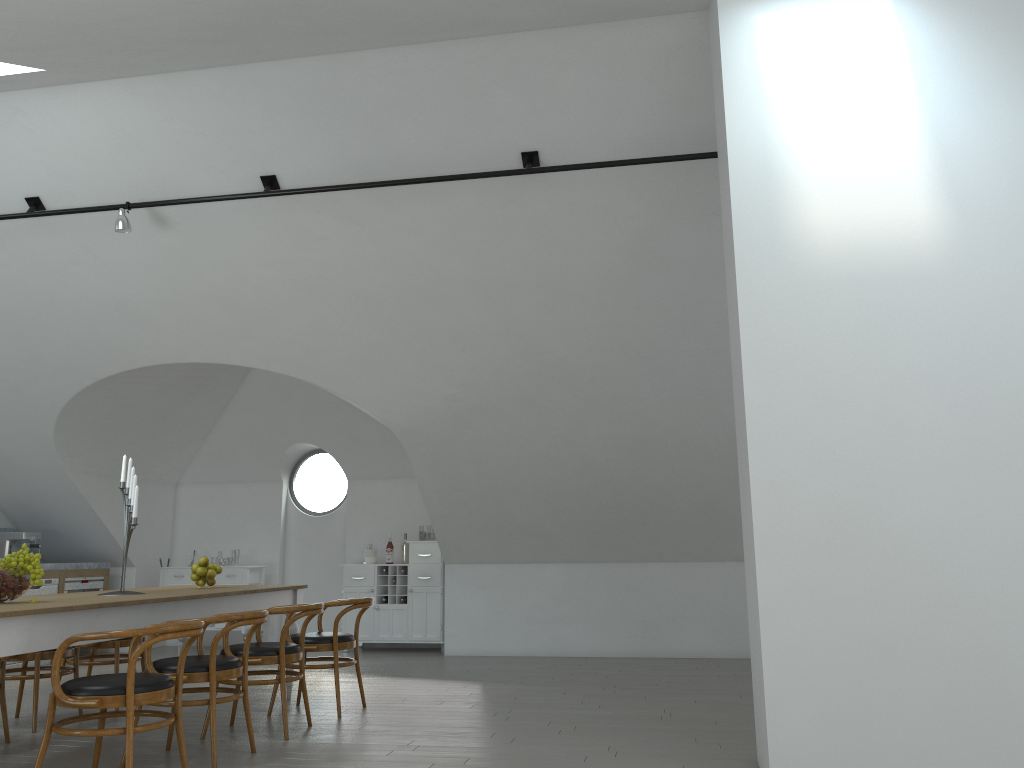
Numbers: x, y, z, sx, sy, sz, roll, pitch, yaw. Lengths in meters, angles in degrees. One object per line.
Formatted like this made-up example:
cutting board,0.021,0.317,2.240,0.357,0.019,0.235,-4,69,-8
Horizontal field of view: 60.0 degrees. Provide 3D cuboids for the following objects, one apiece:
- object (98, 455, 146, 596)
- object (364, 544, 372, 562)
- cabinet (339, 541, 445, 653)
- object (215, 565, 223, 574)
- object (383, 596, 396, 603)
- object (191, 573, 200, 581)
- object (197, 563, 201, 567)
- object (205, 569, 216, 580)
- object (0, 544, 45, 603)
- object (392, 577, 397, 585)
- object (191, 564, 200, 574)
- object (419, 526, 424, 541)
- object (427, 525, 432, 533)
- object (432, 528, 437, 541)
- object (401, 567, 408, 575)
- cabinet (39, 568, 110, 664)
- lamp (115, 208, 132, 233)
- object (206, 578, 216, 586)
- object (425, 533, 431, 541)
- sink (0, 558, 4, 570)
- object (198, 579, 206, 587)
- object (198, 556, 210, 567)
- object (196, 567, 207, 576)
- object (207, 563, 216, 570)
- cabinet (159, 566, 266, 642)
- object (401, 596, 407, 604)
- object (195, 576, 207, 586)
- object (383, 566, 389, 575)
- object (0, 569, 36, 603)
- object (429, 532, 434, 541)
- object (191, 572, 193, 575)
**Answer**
object,-2.317,0.823,5.373,0.265,0.880,0.770,3,-12,-15
object,-1.630,1.920,10.079,0.115,0.210,0.065,-3,-13,12
cabinet,-1.244,2.320,9.737,1.242,1.161,0.606,-3,-12,10
object,-2.047,1.293,6.170,0.063,0.064,0.062,5,-13,-27
object,-1.316,2.353,9.690,0.156,0.086,0.329,-3,-11,11
object,-2.171,1.323,6.074,0.059,0.056,0.059,-2,-12,5
object,-2.177,1.275,6.197,0.062,0.060,0.062,-3,-12,11
object,-2.068,1.306,6.088,0.071,0.073,0.070,5,-13,-25
object,-2.517,0.934,4.363,0.393,0.286,0.291,5,-13,-25
object,-1.248,2.159,9.722,0.085,0.086,0.329,-3,-11,10
object,-2.178,1.274,6.109,0.066,0.071,0.072,4,-12,-20
object,-0.999,1.651,9.778,0.048,0.170,0.048,-12,-17,42
object,-0.926,1.669,9.903,0.054,0.180,0.053,-2,-12,4
object,-0.862,1.666,9.911,0.063,0.188,0.062,0,-12,-3
object,-1.147,2.047,9.712,0.087,0.085,0.358,-3,-11,10
cabinet,-5.418,1.948,6.559,1.003,1.028,6.391,-3,-11,10
lamp,-2.788,-1.175,6.371,0.112,0.176,0.114,5,-13,-26
object,-2.081,1.365,6.131,0.063,0.064,0.063,-5,-12,21
object,-0.933,1.691,9.765,0.077,0.086,0.077,-4,-12,18
sink,-5.075,1.629,7.728,0.727,0.203,1.015,-3,-11,10
object,-2.126,1.363,6.077,0.049,0.051,0.051,-4,-12,14
object,-2.133,1.230,6.138,0.072,0.075,0.072,-3,-12,10
object,-2.121,1.281,6.061,0.071,0.064,0.072,-1,-12,4
object,-2.079,1.268,6.128,0.058,0.057,0.052,-6,-13,24
cabinet,-3.370,2.445,9.914,1.134,0.794,0.494,-3,-12,10
object,-1.147,2.347,9.652,0.081,0.081,0.356,-2,-11,8
object,-2.154,1.361,6.139,0.080,0.074,0.078,7,-14,-34
object,-1.349,2.053,9.758,0.092,0.095,0.357,-3,-11,11
object,-2.539,0.999,4.368,0.360,0.160,0.358,1,-11,-9
object,-0.890,1.697,9.836,0.071,0.099,0.071,-5,-13,18
object,-2.194,1.313,6.158,0.062,0.060,0.062,-4,-12,14
